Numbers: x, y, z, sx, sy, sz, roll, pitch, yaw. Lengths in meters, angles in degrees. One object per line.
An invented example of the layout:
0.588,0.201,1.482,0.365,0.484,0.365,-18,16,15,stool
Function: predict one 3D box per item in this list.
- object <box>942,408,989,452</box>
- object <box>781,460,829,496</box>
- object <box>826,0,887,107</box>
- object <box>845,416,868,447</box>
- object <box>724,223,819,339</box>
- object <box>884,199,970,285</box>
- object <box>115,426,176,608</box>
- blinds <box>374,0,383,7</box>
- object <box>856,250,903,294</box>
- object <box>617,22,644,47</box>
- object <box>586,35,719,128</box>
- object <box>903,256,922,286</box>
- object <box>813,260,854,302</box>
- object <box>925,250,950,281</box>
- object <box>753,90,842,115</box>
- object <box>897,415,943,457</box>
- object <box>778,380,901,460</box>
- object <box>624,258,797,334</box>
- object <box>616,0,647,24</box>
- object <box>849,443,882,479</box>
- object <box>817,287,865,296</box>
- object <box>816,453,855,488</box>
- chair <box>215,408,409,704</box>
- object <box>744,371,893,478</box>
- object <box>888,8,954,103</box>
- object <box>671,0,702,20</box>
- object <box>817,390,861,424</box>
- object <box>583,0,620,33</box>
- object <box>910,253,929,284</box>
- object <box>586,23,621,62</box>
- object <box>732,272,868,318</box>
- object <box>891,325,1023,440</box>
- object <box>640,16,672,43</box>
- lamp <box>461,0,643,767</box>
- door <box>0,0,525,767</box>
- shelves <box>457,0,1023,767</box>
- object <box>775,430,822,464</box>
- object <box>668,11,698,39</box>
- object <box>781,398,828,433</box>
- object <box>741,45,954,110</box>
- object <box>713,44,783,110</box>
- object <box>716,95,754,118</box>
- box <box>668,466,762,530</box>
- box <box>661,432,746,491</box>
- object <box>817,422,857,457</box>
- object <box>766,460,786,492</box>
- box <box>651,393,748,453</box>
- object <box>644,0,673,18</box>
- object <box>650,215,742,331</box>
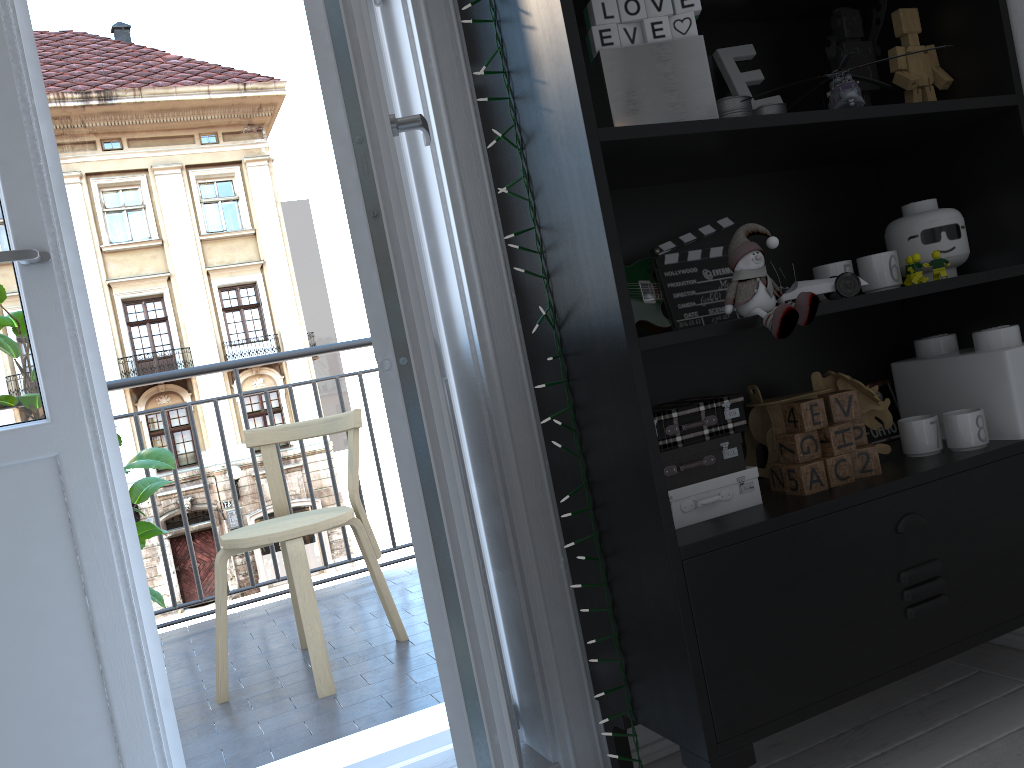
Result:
0.807,0.082,1.579,0.067,0.067,0.067,-11,1,-9,object
0.487,0.156,1.476,0.050,0.050,0.050,-12,1,-23,object
0.679,-0.609,1.717,0.117,0.259,0.081,-12,1,-23,object
0.582,0.086,1.550,0.050,0.050,0.050,-12,1,-23,object
0.386,-0.159,1.345,0.110,0.186,0.129,-12,1,-36,object
0.794,-0.269,1.698,0.139,0.162,0.139,-10,1,42,object
-1.225,0.330,2.352,0.720,1.225,0.489,-11,1,-13,object
-0.264,-0.891,1.359,0.032,0.390,0.565,-11,1,-3,blinds
0.655,-0.197,1.579,0.067,0.067,0.067,-11,1,-9,object
0.177,-0.533,1.380,0.040,0.040,0.040,-12,1,-18,object
0.217,-0.452,1.413,0.170,0.138,0.124,-11,1,-8,object
0.726,-0.205,1.610,0.042,0.054,0.031,-12,1,-23,object
0.583,-0.183,1.599,0.067,0.067,0.067,-11,1,-9,object
0.765,-0.213,1.595,0.042,0.054,0.031,-11,1,22,object
0.533,-0.495,1.628,0.078,0.091,0.246,-12,1,-29,object
0.742,0.094,1.610,0.067,0.067,0.067,-11,1,-9,object
0.661,0.079,1.797,0.347,0.120,0.034,-12,1,-23,object
0.314,-0.164,1.633,0.542,0.239,0.093,-12,1,-23,object
0.182,-0.575,1.373,0.040,0.040,0.040,-11,1,-3,object
0.600,0.133,1.525,0.050,0.050,0.050,-11,1,7,object
0.637,-0.179,1.742,0.163,0.034,0.069,-12,1,-23,object
0.540,0.145,1.499,0.050,0.050,0.050,-12,1,-18,object
-0.625,0.470,2.568,0.437,0.715,0.497,-11,1,22,chair
0.553,0.074,1.654,0.337,0.186,0.111,-11,1,-8,object
0.775,-0.608,1.690,0.114,0.221,0.052,-12,1,-24,object
0.270,-0.593,1.386,0.040,0.040,0.040,-11,1,2,object
0.565,0.039,1.532,0.050,0.050,0.050,-11,1,-3,object
0.138,-0.566,1.366,0.040,0.040,0.040,-11,1,-13,object
0.709,-0.201,1.545,0.031,0.054,0.042,-11,1,27,object
0.140,-0.526,1.366,0.040,0.040,0.040,-11,1,-8,object
0.487,-0.153,1.514,0.230,0.048,0.098,-11,1,2,object
0.886,-0.002,1.705,0.132,0.199,0.267,-12,1,-23,object
0.221,-0.542,1.378,0.040,0.040,0.040,-11,1,-8,object
0.445,-0.195,1.625,0.984,1.684,0.095,-12,1,-26,lamp
-0.633,-0.114,1.215,1.263,1.839,0.637,-12,1,-21,door
0.494,-0.201,1.577,0.911,1.678,0.353,-12,1,-23,shelves
0.485,0.105,1.500,0.050,0.050,0.050,-12,1,-23,object
0.266,-0.551,1.385,0.040,0.040,0.040,-11,1,7,object
0.494,0.053,1.499,0.050,0.050,0.050,-12,1,-23,object
0.592,-0.513,1.619,0.367,0.106,0.349,-12,1,-21,object
0.464,-0.597,1.743,0.107,0.151,0.055,-12,1,-23,object
0.411,-0.480,1.666,0.095,0.110,0.095,-12,1,-19,object
0.279,0.190,1.483,0.215,0.062,0.179,-12,1,-23,box
0.250,0.134,1.474,0.215,0.062,0.179,-12,1,-23,box
0.544,0.094,1.504,0.050,0.050,0.050,-12,1,-23,object
0.479,0.157,1.532,0.050,0.050,0.050,-12,1,-23,object
0.254,0.070,1.481,0.215,0.062,0.179,-12,1,-23,box
0.226,-0.584,1.379,0.040,0.040,0.040,-11,1,7,object
0.355,-0.204,1.624,0.200,0.199,0.048,-12,1,-23,object
